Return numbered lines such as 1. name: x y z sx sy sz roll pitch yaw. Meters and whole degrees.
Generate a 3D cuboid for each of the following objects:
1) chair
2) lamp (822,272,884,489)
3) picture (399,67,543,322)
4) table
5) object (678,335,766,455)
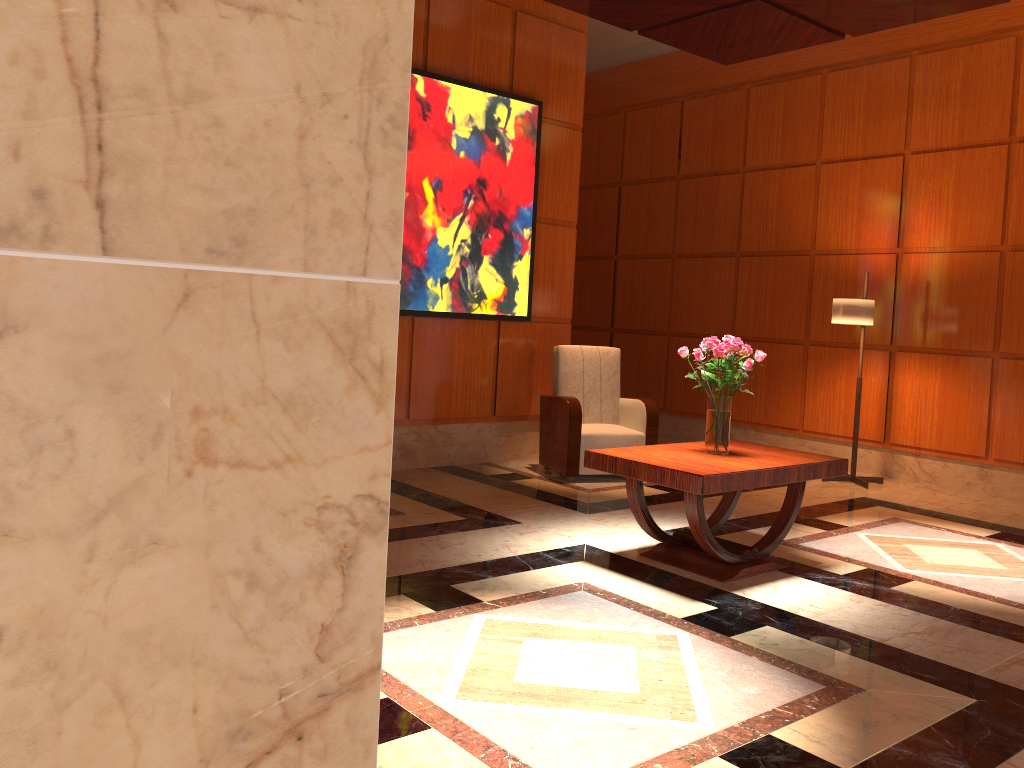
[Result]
1. chair: 0.647 0.200 6.718 0.737 0.959 0.630 2 3 -21
2. lamp: 2.675 -0.046 6.892 0.360 1.658 0.526 5 3 40
3. picture: -0.590 -1.357 6.403 1.996 1.734 0.057 0 3 -39
4. table: 1.016 0.617 4.412 1.167 0.533 0.726 0 5 -40
5. object: 1.039 0.050 4.424 0.350 0.595 0.327 2 3 -19
